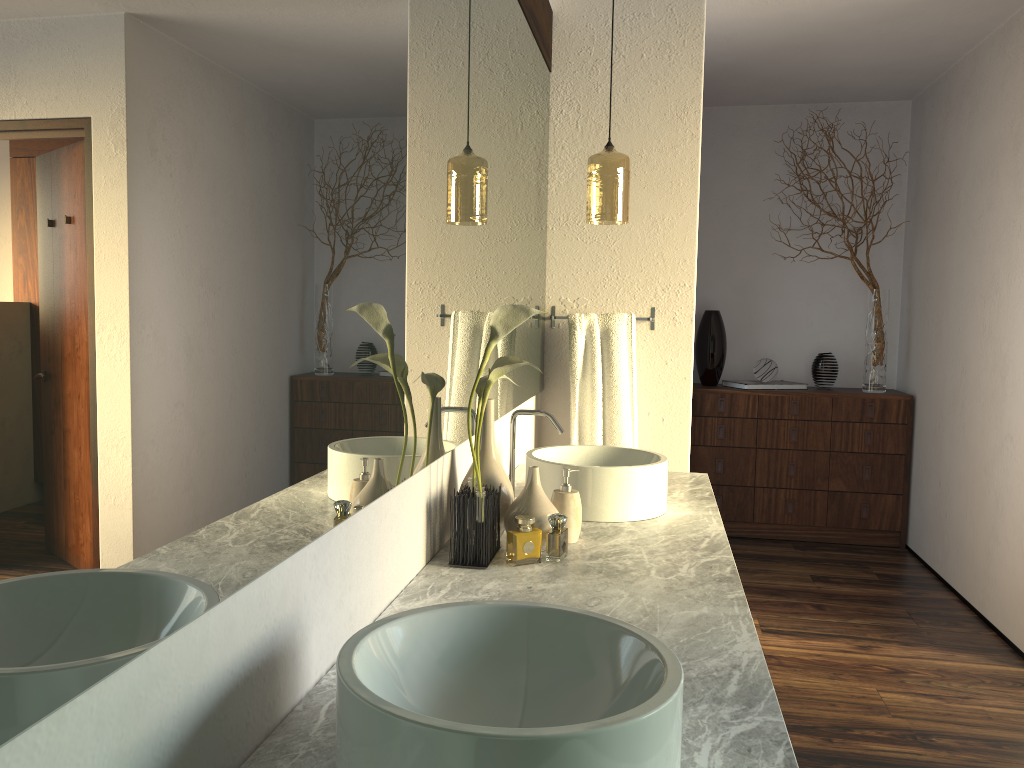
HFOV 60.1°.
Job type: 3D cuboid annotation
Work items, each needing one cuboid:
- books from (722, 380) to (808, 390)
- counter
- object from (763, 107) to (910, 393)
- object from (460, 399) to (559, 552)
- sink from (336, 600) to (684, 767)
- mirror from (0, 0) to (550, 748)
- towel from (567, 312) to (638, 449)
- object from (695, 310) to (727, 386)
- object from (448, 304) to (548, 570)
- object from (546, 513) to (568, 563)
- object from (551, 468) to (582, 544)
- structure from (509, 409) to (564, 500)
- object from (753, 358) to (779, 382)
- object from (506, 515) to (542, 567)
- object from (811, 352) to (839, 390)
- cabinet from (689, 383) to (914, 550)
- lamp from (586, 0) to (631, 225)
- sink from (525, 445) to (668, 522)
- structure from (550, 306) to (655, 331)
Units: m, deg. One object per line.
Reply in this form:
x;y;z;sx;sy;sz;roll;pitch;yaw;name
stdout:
1.439;0.004;4.857;0.492;0.034;0.250;0;5;-14;books
0.133;0.404;1.707;0.592;0.101;2.238;2;5;9;counter
1.641;-0.690;4.643;0.714;1.450;0.845;-2;6;-36;object
-0.006;0.188;1.859;0.246;0.305;0.117;5;6;37;object
-0.005;0.349;0.932;0.361;0.131;0.353;2;5;13;sink
-0.208;-0.393;1.252;0.017;1.152;4.041;2;5;9;mirror
0.317;0.067;3.136;0.263;0.636;0.158;4;5;29;towel
1.102;-0.199;4.906;0.173;0.417;0.167;3;5;23;object
-0.048;0.093;1.781;0.186;0.504;0.245;0;5;-12;object
0.090;0.302;1.757;0.039;0.090;0.056;3;5;20;object
0.115;0.259;1.898;0.070;0.158;0.071;1;5;-7;object
0.046;0.187;2.251;0.167;0.242;0.065;2;5;15;structure
1.392;-0.075;4.855;0.132;0.131;0.130;1;5;6;object
0.024;0.305;1.726;0.064;0.092;0.039;-2;5;-29;object
1.692;-0.073;4.790;0.136;0.200;0.142;-2;6;-35;object
1.496;0.424;4.828;1.150;0.800;0.399;2;5;12;cabinet
0.319;-0.958;2.856;0.135;0.867;0.142;-2;6;-37;lamp
0.212;0.245;2.249;0.354;0.131;0.361;0;5;-12;sink
0.323;-0.236;3.173;0.373;0.088;0.101;2;5;12;structure
